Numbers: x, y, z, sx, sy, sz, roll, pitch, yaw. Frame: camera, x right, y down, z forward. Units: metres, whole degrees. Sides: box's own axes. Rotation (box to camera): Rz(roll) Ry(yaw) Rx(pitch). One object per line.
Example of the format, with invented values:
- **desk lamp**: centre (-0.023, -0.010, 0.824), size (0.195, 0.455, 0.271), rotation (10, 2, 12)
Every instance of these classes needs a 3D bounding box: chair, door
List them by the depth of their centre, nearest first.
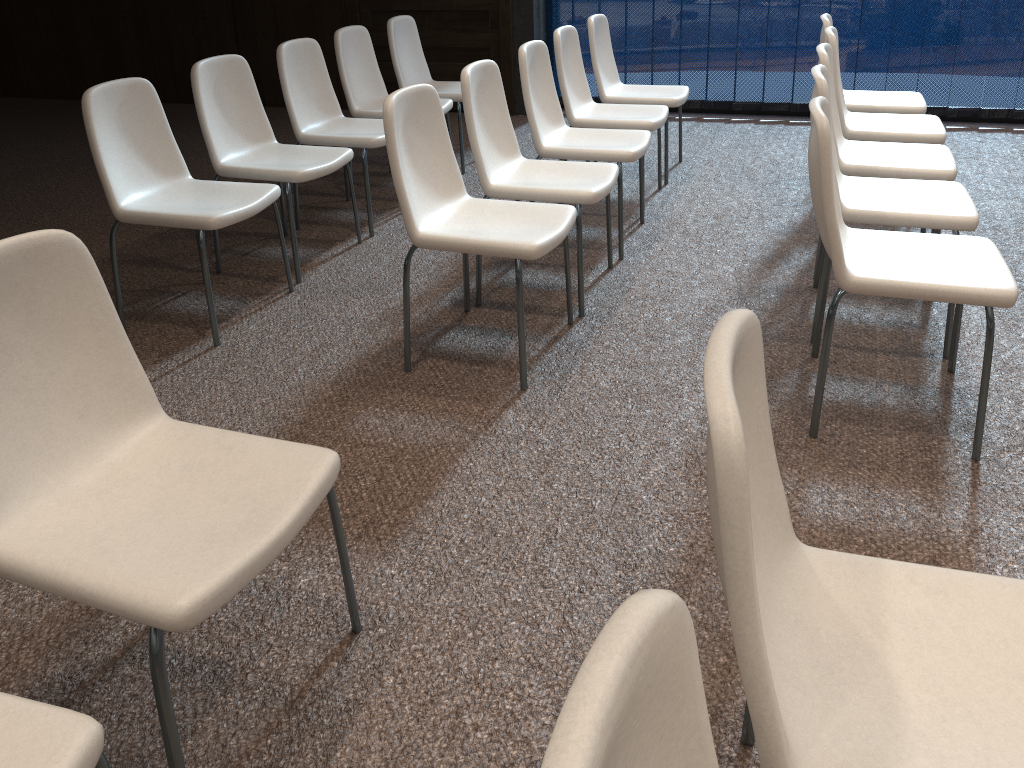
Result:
- **chair**: centre (0.304, 0.648, 0.622), size (0.561, 0.854, 0.558), rotation (7, 25, 20)
- **chair**: centre (-0.814, 0.505, 0.975), size (0.560, 0.854, 0.558), rotation (6, 24, 17)
- **chair**: centre (0.514, 0.380, 1.124), size (0.560, 0.854, 0.558), rotation (5, 24, 17)
- **chair**: centre (-0.634, 0.205, 1.541), size (0.561, 0.854, 0.558), rotation (7, 25, 20)
- **chair**: centre (1.099, -0.346, 2.485), size (0.560, 0.854, 0.558), rotation (6, 24, 18)
- **chair**: centre (-0.092, -0.533, 2.925), size (0.561, 0.854, 0.558), rotation (7, 25, 20)
- **chair**: centre (1.291, -0.636, 3.030), size (0.560, 0.854, 0.558), rotation (6, 24, 18)
- **chair**: centre (-1.207, -0.685, 3.295), size (0.560, 0.854, 0.558), rotation (6, 24, 17)
- **chair**: centre (0.119, -0.801, 3.429), size (0.560, 0.854, 0.558), rotation (6, 24, 18)
- **chair**: centre (1.488, -0.911, 3.547), size (0.561, 0.854, 0.557), rotation (7, 25, 20)
- **chair**: centre (-1.028, -0.979, 3.849), size (0.561, 0.854, 0.557), rotation (7, 25, 20)
- **chair**: centre (0.335, -1.092, 3.974), size (0.560, 0.854, 0.558), rotation (6, 24, 18)
- **chair**: centre (1.713, -1.199, 4.086), size (0.561, 0.854, 0.558), rotation (7, 24, 20)
- **chair**: centre (-0.814, -1.263, 4.381), size (0.560, 0.854, 0.558), rotation (6, 24, 19)
- **chair**: centre (0.513, -1.383, 4.523), size (0.560, 0.854, 0.558), rotation (6, 24, 18)
- **chair**: centre (1.891, -1.496, 4.647), size (0.561, 0.854, 0.558), rotation (7, 25, 20)
- **chair**: centre (-0.648, -1.543, 4.911), size (0.560, 0.854, 0.558), rotation (6, 24, 18)
- **chair**: centre (0.728, -1.669, 5.059), size (0.560, 0.854, 0.558), rotation (6, 24, 19)
- **chair**: centre (-0.436, -1.813, 5.417), size (0.560, 0.854, 0.558), rotation (6, 24, 18)
- **door**: centre (-0.658, -3.288, 6.733), size (1.407, 2.281, 0.282), rotation (6, 23, 19)
